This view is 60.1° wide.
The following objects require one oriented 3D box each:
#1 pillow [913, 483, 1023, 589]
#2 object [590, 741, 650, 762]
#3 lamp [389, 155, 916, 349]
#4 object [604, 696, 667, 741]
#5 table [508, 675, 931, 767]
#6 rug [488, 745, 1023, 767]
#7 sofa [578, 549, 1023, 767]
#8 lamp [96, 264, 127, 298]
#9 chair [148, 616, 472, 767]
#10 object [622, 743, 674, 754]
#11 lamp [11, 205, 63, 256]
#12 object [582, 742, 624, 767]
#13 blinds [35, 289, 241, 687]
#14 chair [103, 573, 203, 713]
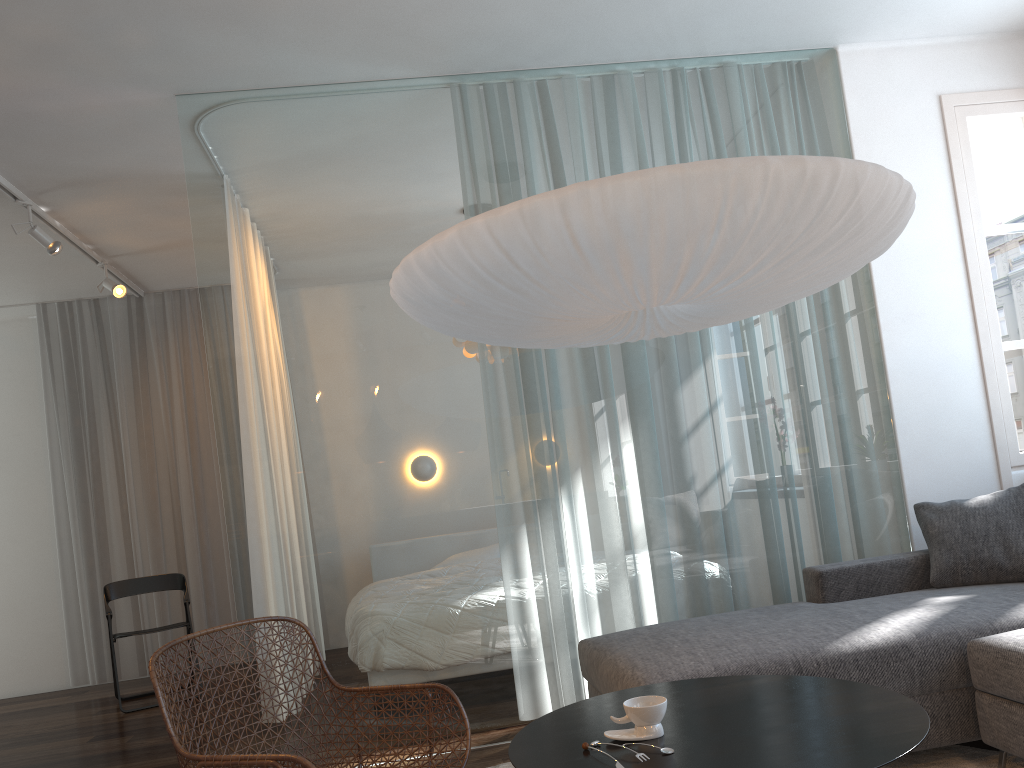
[{"bbox_3d":[1.808,0.575,3.377,0.518,0.358,0.346,-11,-6,32],"label":"pillow"},{"bbox_3d":[0.210,0.718,1.741,0.025,0.016,0.165,-4,-8,-32],"label":"object"},{"bbox_3d":[0.388,-0.281,2.576,1.478,0.209,1.471,-11,-8,29],"label":"lamp"},{"bbox_3d":[0.257,0.697,1.839,0.139,0.069,0.092,-8,-5,5],"label":"object"},{"bbox_3d":[0.443,0.946,1.841,0.846,0.470,0.853,-7,-6,-5],"label":"table"},{"bbox_3d":[0.363,1.203,1.946,2.829,0.012,2.862,-4,-8,-27],"label":"rug"},{"bbox_3d":[1.433,0.746,2.081,2.037,0.668,3.090,-7,-7,-7],"label":"sofa"},{"bbox_3d":[-2.505,-0.634,5.481,0.252,0.239,0.085,-10,-4,25],"label":"lamp"},{"bbox_3d":[-0.570,1.035,2.539,0.689,0.706,0.719,-10,-5,25],"label":"chair"},{"bbox_3d":[0.267,0.713,1.739,0.026,0.010,0.125,-2,-9,-41],"label":"object"},{"bbox_3d":[-2.381,-0.778,4.438,0.085,0.239,0.251,-9,-5,22],"label":"lamp"},{"bbox_3d":[0.174,0.721,1.718,0.015,0.015,0.169,-6,-7,-20],"label":"object"},{"bbox_3d":[-2.388,0.676,6.370,1.806,2.723,0.153,-7,-3,-5],"label":"blinds"},{"bbox_3d":[-2.280,1.615,5.607,0.499,0.771,0.566,-6,-5,-27],"label":"chair"}]
